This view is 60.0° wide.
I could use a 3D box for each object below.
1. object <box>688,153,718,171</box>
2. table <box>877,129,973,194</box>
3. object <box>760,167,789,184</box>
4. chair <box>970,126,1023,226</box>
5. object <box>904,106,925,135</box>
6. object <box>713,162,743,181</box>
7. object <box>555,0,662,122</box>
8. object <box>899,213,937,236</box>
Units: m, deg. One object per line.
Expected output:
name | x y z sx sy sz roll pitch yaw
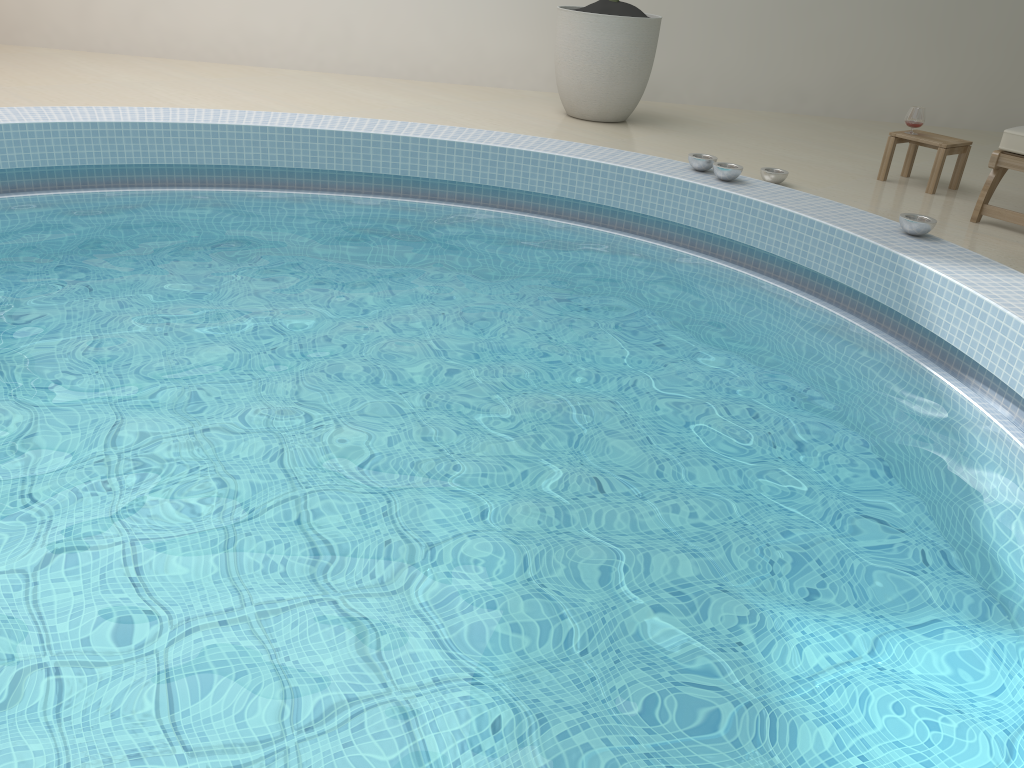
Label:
object | 0.911 -1.060 4.262 0.140 0.069 0.140 -11 31 -30
table | 2.207 -1.195 4.751 0.283 0.255 0.320 -16 33 -36
object | 1.324 -1.048 4.496 0.140 0.069 0.140 -11 31 -30
chair | 3.149 -1.215 4.288 1.903 0.866 0.861 -16 33 -36
object | 2.136 -1.398 4.704 0.102 0.137 0.102 11 27 10
object | 0.998 -0.981 4.121 0.140 0.069 0.140 -11 31 -30
object | 0.853 -3.031 5.117 2.979 2.960 2.729 -14 33 -34
object | 1.610 -0.628 3.535 0.140 0.069 0.140 -11 31 -30
